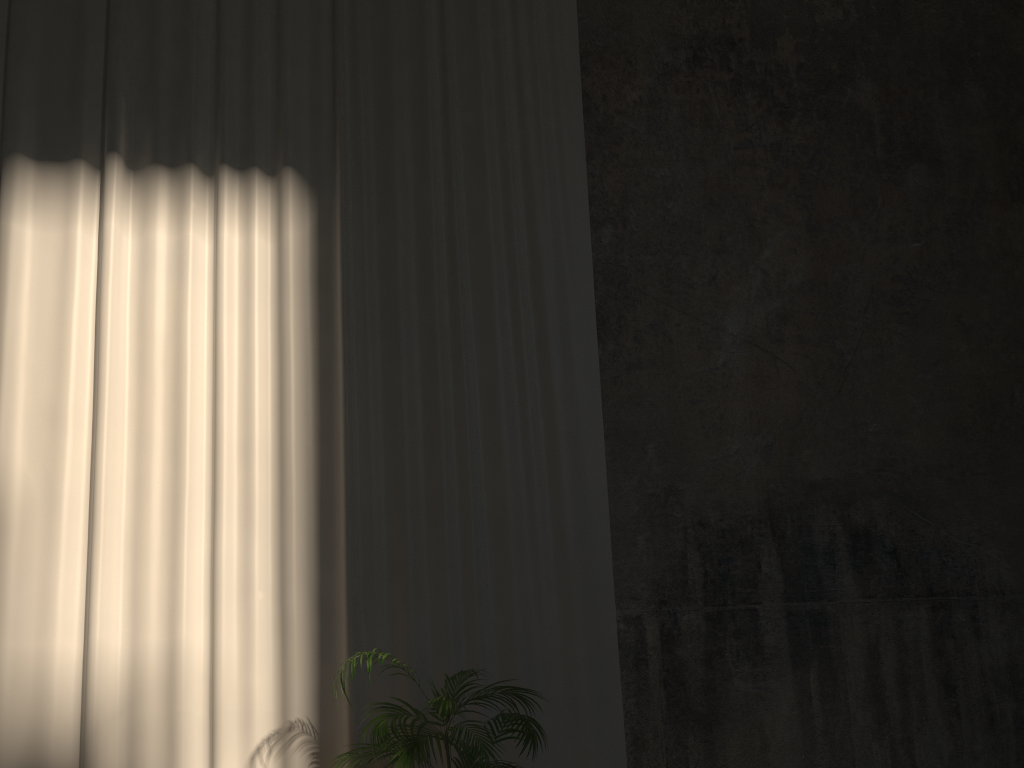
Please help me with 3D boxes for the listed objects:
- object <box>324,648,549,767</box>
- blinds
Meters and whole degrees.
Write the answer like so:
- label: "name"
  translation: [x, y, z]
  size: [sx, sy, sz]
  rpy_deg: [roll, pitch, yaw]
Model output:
- label: "object"
  translation: [-0.326, 2.022, 4.316]
  size: [1.129, 1.419, 1.121]
  rpy_deg: [2, -13, -18]
- label: "blinds"
  translation: [-3.329, -1.294, 5.198]
  size: [7.820, 8.433, 0.281]
  rpy_deg: [-1, -10, -8]
